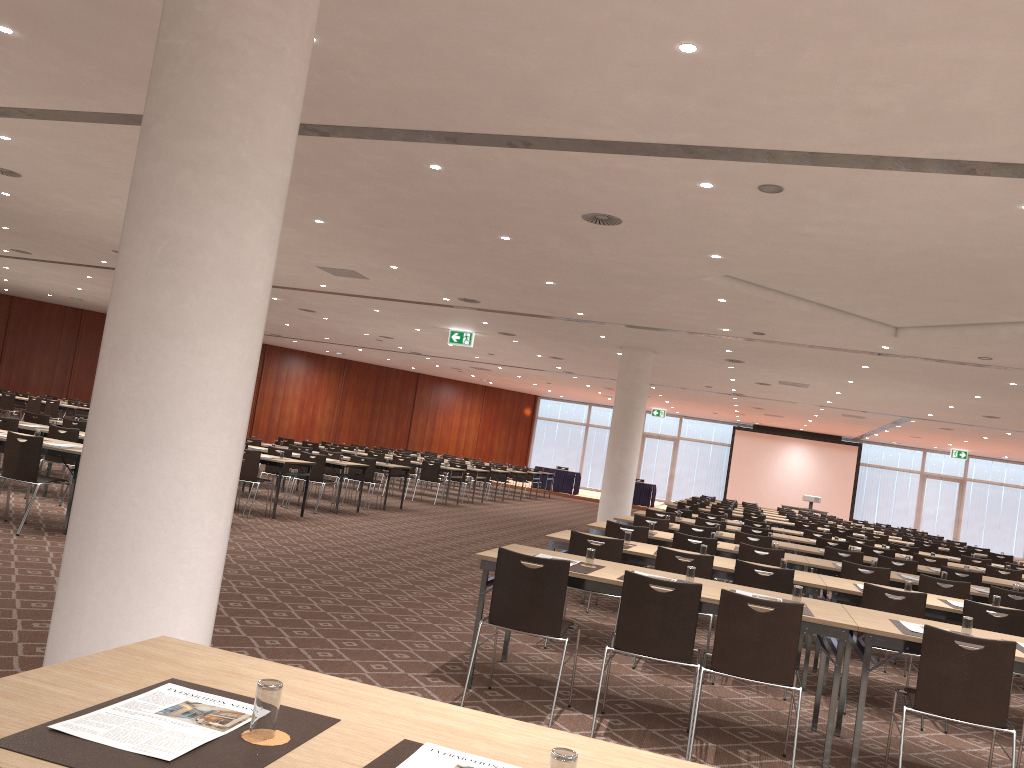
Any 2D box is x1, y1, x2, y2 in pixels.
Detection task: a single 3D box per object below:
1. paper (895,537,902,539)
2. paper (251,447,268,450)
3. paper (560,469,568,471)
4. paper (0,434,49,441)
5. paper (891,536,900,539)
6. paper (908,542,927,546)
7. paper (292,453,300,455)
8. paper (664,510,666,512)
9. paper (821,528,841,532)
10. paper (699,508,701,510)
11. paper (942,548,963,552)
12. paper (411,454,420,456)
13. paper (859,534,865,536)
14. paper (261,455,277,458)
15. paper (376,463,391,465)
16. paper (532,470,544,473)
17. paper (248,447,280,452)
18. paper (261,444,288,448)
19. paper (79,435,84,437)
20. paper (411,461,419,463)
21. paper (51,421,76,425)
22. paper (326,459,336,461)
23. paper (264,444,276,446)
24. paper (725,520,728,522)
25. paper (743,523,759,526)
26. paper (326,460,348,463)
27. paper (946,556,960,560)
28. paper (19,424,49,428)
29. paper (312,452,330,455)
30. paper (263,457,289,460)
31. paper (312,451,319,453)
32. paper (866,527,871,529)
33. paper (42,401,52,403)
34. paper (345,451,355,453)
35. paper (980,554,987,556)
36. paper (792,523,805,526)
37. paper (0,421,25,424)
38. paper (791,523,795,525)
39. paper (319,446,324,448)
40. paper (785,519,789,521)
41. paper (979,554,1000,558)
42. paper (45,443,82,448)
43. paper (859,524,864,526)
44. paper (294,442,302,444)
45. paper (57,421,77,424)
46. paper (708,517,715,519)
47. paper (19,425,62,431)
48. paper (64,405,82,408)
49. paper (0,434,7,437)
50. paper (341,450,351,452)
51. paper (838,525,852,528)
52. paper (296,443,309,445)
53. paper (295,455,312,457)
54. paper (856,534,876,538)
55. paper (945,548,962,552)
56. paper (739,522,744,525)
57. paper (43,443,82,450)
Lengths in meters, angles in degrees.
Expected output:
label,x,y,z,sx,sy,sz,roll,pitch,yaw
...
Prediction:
label,x,y,z,sx,sy,sz,roll,pitch,yaw
paper,8.558,3.394,19.518,0.283,0.006,0.398,8,-4,15
paper,-4.343,1.121,15.389,0.283,0.006,0.398,8,-4,17
paper,1.849,3.211,33.289,0.460,0.003,0.566,8,-4,15
paper,-5.259,0.560,9.378,0.460,0.003,0.566,8,-4,13
paper,8.601,3.399,19.439,0.460,0.003,0.566,8,-4,16
paper,8.114,3.190,17.536,0.460,0.003,0.566,8,-4,15
paper,-3.726,1.204,15.213,0.283,0.006,0.398,8,-4,15
paper,2.859,2.229,15.355,0.460,0.003,0.566,8,-4,17
paper,6.535,2.979,17.977,0.460,0.003,0.566,8,-4,14
paper,3.770,2.607,18.718,0.460,0.003,0.566,8,-4,15
paper,8.689,3.266,17.355,0.460,0.003,0.566,8,-4,17
paper,-2.966,2.145,26.882,0.283,0.006,0.398,7,-4,19
paper,7.144,3.060,17.854,0.283,0.006,0.398,8,-4,15
paper,-3.617,1.070,13.085,0.283,0.006,0.398,8,-4,14
paper,-2.582,1.503,16.900,0.460,0.003,0.566,8,-4,13
paper,0.852,2.946,29.873,0.460,0.003,0.566,8,-4,15
paper,-4.307,1.123,15.275,0.460,0.003,0.566,8,-4,16
paper,-4.763,1.211,17.508,0.460,0.003,0.566,8,-4,16
paper,-5.317,0.699,11.474,0.460,0.003,0.566,8,-4,16
paper,-2.351,1.789,20.501,0.283,0.006,0.398,8,-4,14
paper,-6.999,0.617,13.966,0.460,0.003,0.566,8,-4,15
paper,-3.100,1.287,15.035,0.283,0.006,0.398,8,-4,15
paper,-4.785,1.208,17.570,0.283,0.006,0.398,7,-4,17
paper,3.466,2.312,15.207,0.460,0.003,0.566,8,-4,14
paper,4.074,2.393,15.092,0.283,0.006,0.398,8,-4,16
paper,-3.089,1.289,14.978,0.460,0.003,0.566,8,-4,15
paper,7.149,2.806,14.244,0.283,0.006,0.398,8,-4,16
paper,-6.330,0.562,11.781,0.283,0.006,0.398,8,-4,15
paper,-3.802,1.338,17.227,0.460,0.003,0.566,8,-4,13
paper,-3.606,1.073,13.044,0.460,0.003,0.566,8,-4,15
paper,-3.858,1.333,17.335,0.283,0.006,0.398,8,-4,16
paper,9.613,3.828,23.312,0.460,0.003,0.566,8,-4,12
paper,-12.094,0.484,23.220,0.283,0.006,0.398,7,-4,18
paper,-3.828,1.591,20.867,0.460,0.003,0.566,8,-4,17
paper,9.279,3.345,17.251,0.283,0.006,0.398,8,-4,15
paper,5.906,2.896,18.228,0.283,0.006,0.398,8,-4,15
paper,-6.913,0.484,11.888,0.460,0.003,0.566,8,-4,17
paper,5.942,2.898,18.120,0.460,0.003,0.566,8,-4,16
paper,-4.458,1.506,21.029,0.460,0.003,0.566,8,-4,13
paper,6.423,3.108,20.056,0.460,0.003,0.566,8,-4,14
paper,9.331,3.352,17.186,0.460,0.003,0.566,8,-4,12
paper,-4.656,0.640,9.254,0.283,0.006,0.398,7,-4,17
paper,10.138,4.043,25.215,0.460,0.003,0.566,8,-4,14
paper,-5.131,1.416,21.271,0.283,0.006,0.398,8,-4,16
paper,-7.061,0.610,14.057,0.283,0.006,0.398,8,-4,13
paper,3.460,2.311,15.257,0.283,0.006,0.398,8,-4,16
paper,-6.256,0.571,11.690,0.460,0.003,0.566,7,-4,19
paper,-11.438,0.572,22.979,0.460,0.003,0.566,8,-4,15
paper,-5.268,0.558,9.425,0.283,0.006,0.398,7,-4,19
paper,-3.913,1.578,20.915,0.283,0.006,0.398,8,-4,15
paper,8.189,3.490,21.616,0.460,0.003,0.566,8,-4,15
paper,-5.086,1.422,21.207,0.460,0.003,0.566,8,-4,16
paper,-3.729,1.203,15.147,0.460,0.003,0.566,8,-4,13
paper,7.148,3.059,17.776,0.460,0.003,0.566,8,-4,16
paper,8.702,3.268,17.417,0.283,0.006,0.398,8,-4,13
paper,4.091,2.395,15.022,0.460,0.003,0.566,8,-4,13
paper,-4.620,0.643,9.163,0.460,0.003,0.566,8,-4,14
